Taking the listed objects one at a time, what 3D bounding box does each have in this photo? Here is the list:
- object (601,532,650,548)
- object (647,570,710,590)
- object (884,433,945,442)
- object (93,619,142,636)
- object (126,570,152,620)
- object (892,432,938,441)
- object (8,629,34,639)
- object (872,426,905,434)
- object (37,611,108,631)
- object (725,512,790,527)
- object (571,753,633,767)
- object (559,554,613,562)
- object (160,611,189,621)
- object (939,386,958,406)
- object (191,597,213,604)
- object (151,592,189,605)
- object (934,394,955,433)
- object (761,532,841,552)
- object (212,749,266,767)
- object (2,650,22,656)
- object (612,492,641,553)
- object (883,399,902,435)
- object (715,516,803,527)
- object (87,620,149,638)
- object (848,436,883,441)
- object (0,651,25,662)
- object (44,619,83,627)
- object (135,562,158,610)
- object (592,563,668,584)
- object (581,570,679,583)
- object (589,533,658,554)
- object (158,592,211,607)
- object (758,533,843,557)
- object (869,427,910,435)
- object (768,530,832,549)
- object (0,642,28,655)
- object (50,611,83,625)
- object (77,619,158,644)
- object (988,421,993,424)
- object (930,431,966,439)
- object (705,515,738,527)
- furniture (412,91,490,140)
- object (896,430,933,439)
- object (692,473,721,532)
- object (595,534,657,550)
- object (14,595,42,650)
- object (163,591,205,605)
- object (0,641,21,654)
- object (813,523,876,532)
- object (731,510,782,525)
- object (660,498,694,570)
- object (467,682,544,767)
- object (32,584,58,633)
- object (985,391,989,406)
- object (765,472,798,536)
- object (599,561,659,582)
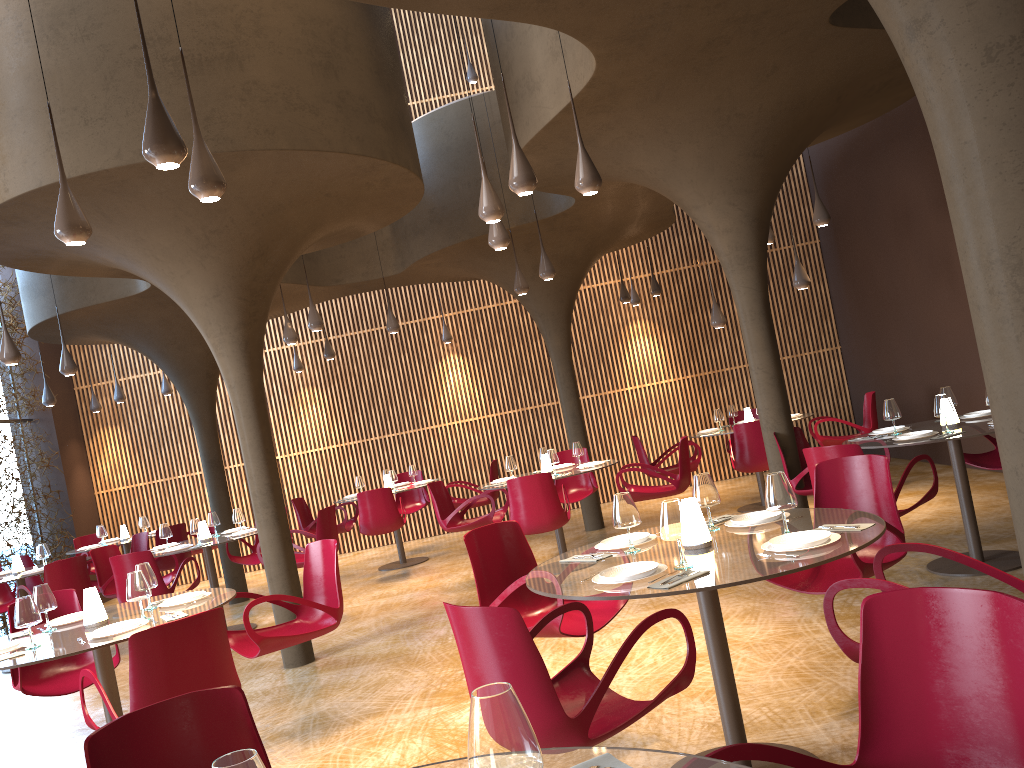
[{"bbox_3d":[0.597,0.824,4.662,0.264,0.029,0.262,-12,-2,37],"label":"object"},{"bbox_3d":[0.677,0.794,3.594,0.261,0.017,0.127,-10,-2,-37],"label":"object"},{"bbox_3d":[3.114,0.408,6.856,0.204,0.012,0.412,-10,-2,-31],"label":"object"},{"bbox_3d":[-2.252,1.396,5.071,0.262,0.029,0.264,-10,-2,-34],"label":"object"},{"bbox_3d":[-2.229,1.269,5.300,0.141,0.295,0.142,-11,-1,-43],"label":"object"},{"bbox_3d":[3.117,0.406,6.853,0.331,0.014,0.332,-11,-2,-13],"label":"object"},{"bbox_3d":[-3.166,1.612,5.715,0.126,0.017,0.262,-10,-2,-35],"label":"object"},{"bbox_3d":[3.230,0.397,7.596,0.264,0.029,0.262,-12,-2,30],"label":"object"},{"bbox_3d":[-2.909,1.561,5.874,0.410,0.012,0.205,-10,-2,-39],"label":"object"},{"bbox_3d":[1.262,0.701,4.560,0.332,0.014,0.332,-11,-2,5],"label":"object"},{"bbox_3d":[0.125,0.850,1.891,0.261,0.017,0.127,-10,-2,-25],"label":"object"},{"bbox_3d":[0.371,0.880,4.469,0.126,0.017,0.262,-10,-2,-43],"label":"object"},{"bbox_3d":[-1.984,1.365,5.209,0.126,0.017,0.262,-10,-2,-31],"label":"object"},{"bbox_3d":[3.701,0.172,7.515,0.142,0.295,0.142,-11,0,14],"label":"object"},{"bbox_3d":[-2.114,1.400,5.738,0.204,0.012,0.412,-9,-2,-44],"label":"object"},{"bbox_3d":[-2.293,1.449,5.984,0.261,0.017,0.127,-10,-2,-40],"label":"object"},{"bbox_3d":[3.310,0.227,6.788,0.142,0.295,0.142,-11,0,6],"label":"object"},{"bbox_3d":[1.240,0.682,3.808,0.332,0.014,0.331,-12,-2,26],"label":"object"},{"bbox_3d":[-0.465,0.810,1.575,0.142,0.295,0.142,-11,0,9],"label":"object"},{"bbox_3d":[-2.989,1.554,5.134,0.204,0.012,0.412,-10,-2,-40],"label":"object"},{"bbox_3d":[0.575,0.692,4.429,0.141,0.295,0.142,-11,-1,-33],"label":"object"},{"bbox_3d":[3.162,0.273,7.367,0.142,0.295,0.141,-11,-1,35],"label":"object"},{"bbox_3d":[1.266,0.701,4.557,0.204,0.012,0.412,-10,-2,-38],"label":"object"},{"bbox_3d":[-2.250,1.406,5.071,0.332,0.014,0.331,-12,-2,21],"label":"object"},{"bbox_3d":[2.971,0.460,7.453,0.126,0.017,0.262,-10,-2,-32],"label":"object"},{"bbox_3d":[-2.825,1.520,4.875,0.261,0.017,0.127,-10,-2,-36],"label":"object"},{"bbox_3d":[-2.913,1.560,5.871,0.332,0.014,0.331,-12,-2,17],"label":"object"},{"bbox_3d":[-2.372,1.311,5.751,0.142,0.295,0.142,-11,0,15],"label":"object"},{"bbox_3d":[0.511,0.826,3.846,0.332,0.014,0.332,-11,-2,-2],"label":"object"},{"bbox_3d":[0.508,0.828,3.849,0.204,0.012,0.412,-10,-2,-42],"label":"object"},{"bbox_3d":[0.602,0.835,4.665,0.205,0.012,0.410,-13,-2,43],"label":"object"},{"bbox_3d":[-2.117,1.400,5.741,0.332,0.014,0.331,-12,-2,24],"label":"object"},{"bbox_3d":[1.237,0.684,3.805,0.409,0.012,0.205,-10,-2,-43],"label":"object"},{"bbox_3d":[3.232,0.406,7.596,0.331,0.014,0.332,-11,-2,-15],"label":"object"},{"bbox_3d":[1.238,0.673,3.808,0.263,0.029,0.263,-12,-2,22],"label":"object"},{"bbox_3d":[-2.986,1.552,5.130,0.331,0.014,0.332,-10,-2,-36],"label":"object"},{"bbox_3d":[-2.915,1.551,5.871,0.262,0.029,0.264,-10,-2,-28],"label":"object"},{"bbox_3d":[-2.253,1.408,5.068,0.410,0.012,0.205,-10,-2,-35],"label":"object"},{"bbox_3d":[3.762,0.274,6.667,0.331,0.014,0.332,-11,-2,-16],"label":"object"},{"bbox_3d":[3.232,0.382,6.574,0.261,0.017,0.127,-10,-2,-26],"label":"object"},{"bbox_3d":[1.116,0.745,4.822,0.261,0.017,0.127,-10,-2,-34],"label":"object"},{"bbox_3d":[-0.825,-3.011,11.889,2.538,1.047,0.898,-12,-2,43],"label":"furniture"},{"bbox_3d":[3.115,0.397,6.853,0.262,0.029,0.264,-10,-2,-42],"label":"object"},{"bbox_3d":[1.010,0.612,4.597,0.142,0.295,0.141,-11,-1,33],"label":"object"},{"bbox_3d":[0.599,0.834,4.662,0.332,0.014,0.331,-11,-2,8],"label":"object"},{"bbox_3d":[-2.785,1.372,5.105,0.142,0.295,0.142,-11,0,-3],"label":"object"},{"bbox_3d":[-2.119,1.391,5.741,0.262,0.029,0.264,-10,-2,-43],"label":"object"},{"bbox_3d":[-2.988,1.542,5.130,0.262,0.029,0.264,-10,-2,-26],"label":"object"},{"bbox_3d":[1.484,0.647,3.983,0.126,0.017,0.262,-10,-2,-39],"label":"object"},{"bbox_3d":[1.260,0.691,4.560,0.263,0.029,0.263,-11,-2,-1],"label":"object"},{"bbox_3d":[0.712,0.647,3.825,0.142,0.295,0.142,-11,0,-5],"label":"object"},{"bbox_3d":[-0.011,0.724,1.679,0.141,0.295,0.142,-11,0,-15],"label":"object"},{"bbox_3d":[-2.971,1.425,5.640,0.142,0.295,0.141,-12,-1,43],"label":"object"},{"bbox_3d":[3.762,0.141,6.898,0.142,0.295,0.142,-11,0,-14],"label":"object"},{"bbox_3d":[1.228,0.552,4.041,0.142,0.295,0.141,-11,-1,28],"label":"object"},{"bbox_3d":[0.509,0.817,3.846,0.264,0.029,0.262,-12,-2,37],"label":"object"}]
